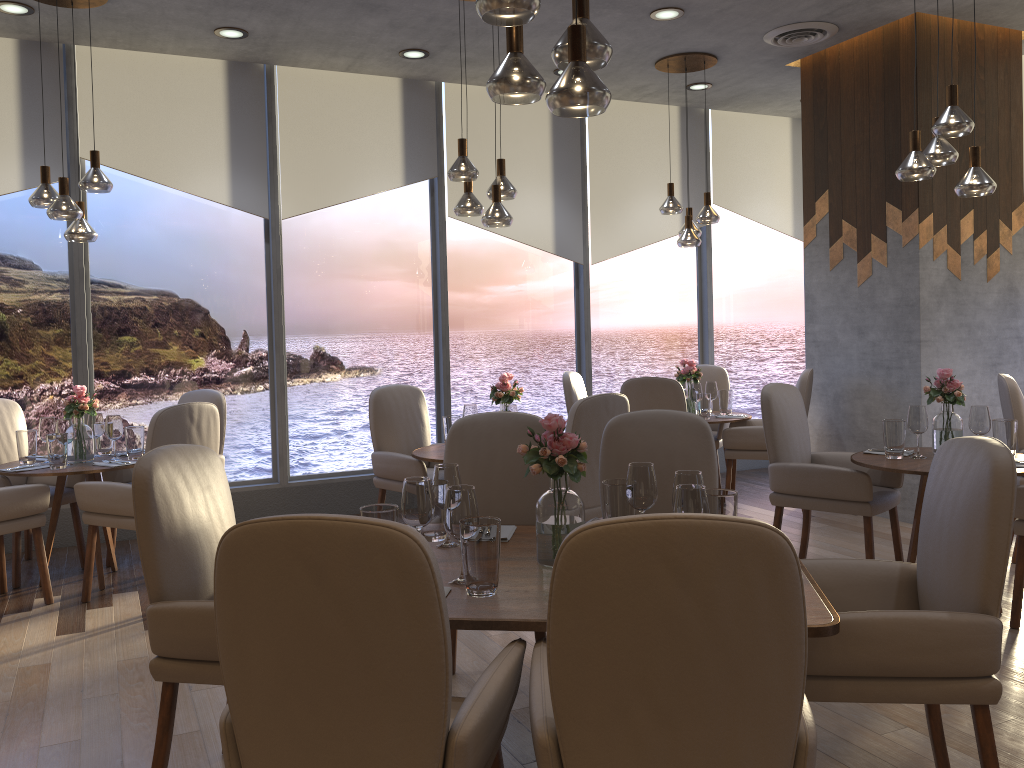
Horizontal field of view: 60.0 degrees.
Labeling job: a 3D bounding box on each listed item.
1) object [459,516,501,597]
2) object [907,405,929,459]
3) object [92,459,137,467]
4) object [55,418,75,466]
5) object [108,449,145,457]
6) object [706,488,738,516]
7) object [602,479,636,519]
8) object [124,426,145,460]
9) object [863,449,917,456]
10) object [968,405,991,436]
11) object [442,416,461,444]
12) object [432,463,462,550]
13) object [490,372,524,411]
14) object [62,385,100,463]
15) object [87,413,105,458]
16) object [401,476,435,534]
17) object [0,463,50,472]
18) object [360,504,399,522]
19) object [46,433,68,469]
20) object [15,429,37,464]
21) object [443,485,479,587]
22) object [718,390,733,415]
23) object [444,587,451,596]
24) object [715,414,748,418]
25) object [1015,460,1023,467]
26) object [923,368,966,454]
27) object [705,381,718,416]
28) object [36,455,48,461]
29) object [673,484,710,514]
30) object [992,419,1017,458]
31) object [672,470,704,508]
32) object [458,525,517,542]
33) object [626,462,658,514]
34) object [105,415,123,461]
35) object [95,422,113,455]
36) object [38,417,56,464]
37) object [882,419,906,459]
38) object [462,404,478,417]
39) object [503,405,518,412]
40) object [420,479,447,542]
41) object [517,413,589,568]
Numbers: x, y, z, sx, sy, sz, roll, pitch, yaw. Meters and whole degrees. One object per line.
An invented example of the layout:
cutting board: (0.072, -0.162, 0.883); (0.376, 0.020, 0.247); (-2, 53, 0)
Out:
object: (-0.076, 0.421, 2.155); (0.102, 0.178, 0.102); (-1, 2, 25)
object: (1.897, 0.223, 4.142); (0.092, 0.244, 0.092); (-3, 2, -31)
object: (-2.097, 0.412, 4.667); (0.255, 0.019, 0.157); (1, 4, 34)
object: (-2.347, 0.306, 4.658); (0.092, 0.244, 0.092); (-1, 2, 10)
object: (-2.181, 0.392, 5.047); (0.157, 0.019, 0.255); (1, 4, 33)
object: (0.573, 0.386, 2.450); (0.102, 0.178, 0.102); (-1, 2, 22)
object: (0.323, 0.381, 2.654); (0.102, 0.178, 0.102); (-1, 2, 24)
object: (-2.053, 0.322, 4.825); (0.102, 0.178, 0.102); (-2, 2, -20)
object: (1.852, 0.327, 4.304); (0.255, 0.019, 0.157); (1, 4, 39)
object: (2.136, 0.222, 4.046); (0.092, 0.244, 0.092); (-1, 2, 21)
object: (-0.335, 0.269, 4.933); (0.102, 0.178, 0.102); (-1, 2, 14)
object: (-0.192, 0.363, 2.640); (0.092, 0.244, 0.092); (-2, 2, -12)
object: (-0.030, 0.143, 4.934); (0.198, 0.415, 0.210); (0, 2, 37)
object: (-2.341, 0.212, 4.814); (0.198, 0.415, 0.210); (-2, 2, -28)
object: (-2.337, 0.287, 4.981); (0.092, 0.244, 0.092); (-1, 2, 30)
object: (-0.254, 0.378, 2.406); (0.092, 0.244, 0.092); (-2, 2, -10)
object: (-2.493, 0.427, 4.588); (0.157, 0.019, 0.255); (0, 4, 30)
object: (-0.351, 0.416, 2.358); (0.102, 0.178, 0.102); (-1, 2, 16)
object: (-2.332, 0.345, 4.550); (0.102, 0.178, 0.102); (-1, 2, 26)
object: (-2.615, 0.339, 4.779); (0.102, 0.178, 0.102); (-1, 2, 5)
object: (-0.127, 0.384, 2.251); (0.092, 0.244, 0.092); (-3, 2, -33)
object: (1.545, 0.133, 6.407); (0.102, 0.178, 0.102); (-1, 2, 1)
object: (-0.238, 0.506, 2.134); (0.157, 0.019, 0.255); (-1, 3, 9)
object: (1.525, 0.223, 6.244); (0.255, 0.019, 0.157); (0, 4, 25)
object: (2.183, 0.343, 3.889); (0.255, 0.019, 0.157); (1, 4, 40)
object: (2.060, 0.129, 4.213); (0.198, 0.415, 0.210); (-1, 2, 22)
object: (1.437, 0.105, 6.384); (0.092, 0.244, 0.092); (-1, 2, 5)
object: (-2.579, 0.408, 4.944); (0.255, 0.019, 0.157); (0, 4, 29)
object: (0.441, 0.373, 2.175); (0.092, 0.244, 0.092); (-3, 2, -39)
object: (2.246, 0.252, 4.040); (0.102, 0.178, 0.102); (-3, 2, -33)
object: (0.479, 0.359, 2.392); (0.092, 0.244, 0.092); (-1, 2, 31)
object: (-0.077, 0.465, 2.766); (0.157, 0.019, 0.255); (-1, 3, 8)
object: (0.375, 0.352, 2.558); (0.092, 0.244, 0.092); (-1, 2, 27)
object: (-2.163, 0.292, 4.818); (0.092, 0.244, 0.092); (-3, 2, -31)
object: (-2.343, 0.314, 5.091); (0.102, 0.178, 0.102); (-3, 2, -31)
object: (-2.508, 0.303, 4.793); (0.092, 0.244, 0.092); (-3, 2, -41)
object: (1.788, 0.258, 4.147); (0.102, 0.178, 0.102); (-3, 3, -45)
object: (-0.228, 0.235, 4.911); (0.092, 0.244, 0.092); (-3, 2, -39)
object: (-0.007, 0.237, 4.779); (0.092, 0.244, 0.092); (-1, 2, 30)
object: (-0.244, 0.391, 2.736); (0.102, 0.178, 0.102); (-1, 2, 24)
object: (0.119, 0.285, 2.425); (0.198, 0.415, 0.210); (-1, 2, 22)
